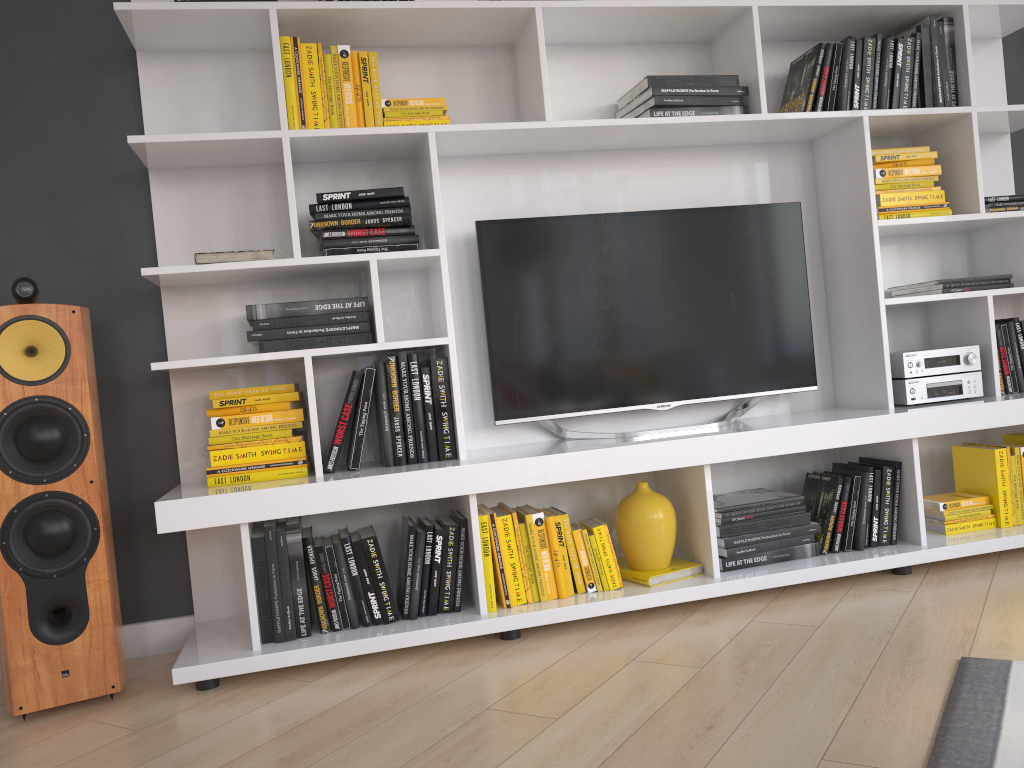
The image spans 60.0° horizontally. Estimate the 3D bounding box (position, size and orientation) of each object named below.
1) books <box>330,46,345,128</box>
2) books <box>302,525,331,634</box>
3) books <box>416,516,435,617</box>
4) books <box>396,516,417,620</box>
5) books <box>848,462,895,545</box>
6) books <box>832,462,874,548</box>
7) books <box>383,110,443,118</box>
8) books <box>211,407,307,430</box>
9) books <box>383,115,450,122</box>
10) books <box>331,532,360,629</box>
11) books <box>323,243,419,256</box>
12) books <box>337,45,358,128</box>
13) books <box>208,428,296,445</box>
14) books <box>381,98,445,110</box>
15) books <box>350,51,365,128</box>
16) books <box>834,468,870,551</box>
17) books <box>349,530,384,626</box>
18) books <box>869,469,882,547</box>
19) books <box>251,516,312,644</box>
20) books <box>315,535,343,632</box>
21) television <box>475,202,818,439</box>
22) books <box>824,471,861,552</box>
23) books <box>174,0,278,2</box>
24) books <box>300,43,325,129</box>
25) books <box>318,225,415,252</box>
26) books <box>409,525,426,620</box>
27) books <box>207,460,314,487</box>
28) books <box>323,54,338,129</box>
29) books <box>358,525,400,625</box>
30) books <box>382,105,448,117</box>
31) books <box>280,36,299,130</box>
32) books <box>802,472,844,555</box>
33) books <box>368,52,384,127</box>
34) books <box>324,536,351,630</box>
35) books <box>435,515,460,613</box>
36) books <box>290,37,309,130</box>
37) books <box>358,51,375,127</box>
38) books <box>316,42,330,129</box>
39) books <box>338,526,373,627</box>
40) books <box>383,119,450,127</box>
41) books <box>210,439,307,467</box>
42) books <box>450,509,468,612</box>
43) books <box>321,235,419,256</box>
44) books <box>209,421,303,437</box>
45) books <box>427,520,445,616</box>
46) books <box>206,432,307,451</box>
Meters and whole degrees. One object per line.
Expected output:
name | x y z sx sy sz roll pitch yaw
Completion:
books | -0.512 -0.832 2.599 0.019 0.251 0.180 -6 1 -13
books | -0.550 0.544 2.491 0.053 0.268 0.202 -6 1 -13
books | -0.260 0.522 2.562 0.075 0.254 0.192 -6 1 -13
books | -0.306 0.523 2.554 0.066 0.260 0.197 -6 1 -13
books | 1.152 0.382 2.867 0.084 0.249 0.191 -6 1 -13
books | 1.089 0.386 2.854 0.075 0.254 0.192 -6 1 -13
books | -0.294 -0.781 2.617 0.169 0.018 0.113 -6 1 -11
books | -0.727 0.099 2.571 0.250 0.035 0.185 -6 1 -9
books | -0.292 -0.768 2.637 0.196 0.011 0.148 -6 1 -12
books | -0.469 0.549 2.490 0.050 0.242 0.169 -6 1 -13
books | -0.417 -0.377 2.599 0.263 0.026 0.189 -6 1 -14
books | -0.485 -0.835 2.603 0.035 0.250 0.185 -6 1 -13
books | -0.741 0.149 2.551 0.228 0.024 0.152 -6 1 -8
books | -0.301 -0.817 2.644 0.186 0.026 0.138 -6 1 -13
books | -0.457 -0.832 2.611 0.023 0.239 0.169 -6 1 -13
books | 1.073 0.396 2.824 0.069 0.242 0.172 -6 1 -12
books | -0.412 0.544 2.506 0.066 0.242 0.177 -6 1 -13
books | 1.117 0.391 2.854 0.068 0.243 0.179 -6 1 -14
books | -0.640 0.531 2.475 0.128 0.321 0.259 -6 1 -13
books | -0.516 0.556 2.494 0.053 0.240 0.189 -6 1 -12
television | 0.454 -0.201 2.848 1.102 0.704 0.207 -6 1 -13
books | 1.037 0.402 2.829 0.081 0.233 0.169 -6 1 -13
books | -0.796 -1.052 2.513 0.268 0.046 0.208 -6 1 -9
books | -0.580 -0.828 2.584 0.044 0.255 0.198 -6 1 -13
books | -0.432 -0.430 2.617 0.266 0.030 0.209 -6 1 -14
books | -0.278 0.531 2.532 0.069 0.242 0.172 -6 1 -12
books | -0.715 0.256 2.549 0.270 0.029 0.204 -6 1 -8
books | -0.527 -0.818 2.577 0.024 0.229 0.156 -6 1 -13
books | -0.380 0.536 2.517 0.083 0.249 0.191 -6 1 -13
books | -0.293 -0.797 2.633 0.187 0.014 0.134 -6 1 -13
books | -0.638 -0.829 2.557 0.029 0.270 0.204 -6 1 -13
books | 0.972 0.408 2.824 0.104 0.234 0.182 -6 1 -12
books | -0.407 -0.834 2.622 0.024 0.234 0.172 -6 1 -13
books | -0.491 0.555 2.493 0.049 0.236 0.170 -6 1 -12
books | -0.197 0.517 2.574 0.084 0.249 0.191 -6 1 -13
books | -0.614 -0.831 2.572 0.025 0.270 0.213 -6 1 -13
books | -0.432 -0.832 2.613 0.024 0.234 0.172 -6 1 -13
books | -0.551 -0.833 2.593 0.015 0.263 0.199 -6 1 -13
books | -0.443 0.541 2.507 0.066 0.255 0.193 -6 1 -13
books | -0.290 -0.746 2.634 0.190 0.033 0.147 -6 1 -13
books | -0.726 0.195 2.561 0.255 0.044 0.198 -6 1 -13
books | -0.165 0.509 2.582 0.066 0.260 0.197 -6 1 -13
books | -0.419 -0.403 2.601 0.270 0.025 0.189 -6 1 -14
books | -0.735 0.126 2.571 0.251 0.019 0.180 -6 1 -13
books | -0.231 0.524 2.555 0.071 0.243 0.179 -6 1 -14
books | -0.735 0.166 2.574 0.263 0.015 0.198 -6 1 -9
